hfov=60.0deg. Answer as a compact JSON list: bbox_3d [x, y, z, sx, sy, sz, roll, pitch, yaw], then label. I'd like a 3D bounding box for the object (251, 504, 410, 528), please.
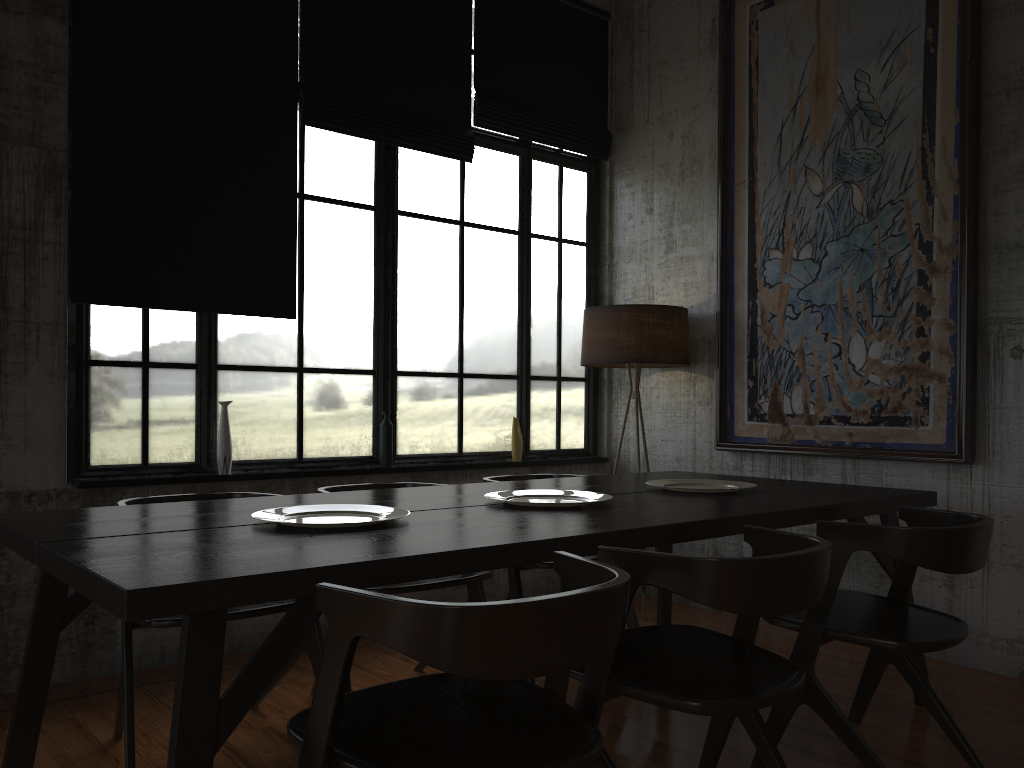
[{"bbox_3d":[-0.610,0.450,3.007,0.527,0.024,0.527,1,-2,-30],"label":"object"}]

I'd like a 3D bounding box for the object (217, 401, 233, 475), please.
[{"bbox_3d":[-1.588,0.296,4.902,0.082,0.411,0.082,1,0,11],"label":"object"}]

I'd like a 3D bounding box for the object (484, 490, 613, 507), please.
[{"bbox_3d":[0.150,0.471,3.640,0.527,0.024,0.527,1,-2,-30],"label":"object"}]

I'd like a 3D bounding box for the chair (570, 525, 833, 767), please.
[{"bbox_3d":[0.572,0.978,2.793,0.878,0.993,0.769,1,0,-40],"label":"chair"}]

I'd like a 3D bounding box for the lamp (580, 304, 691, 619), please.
[{"bbox_3d":[0.843,0.518,6.109,0.752,2.056,0.752,0,0,-28],"label":"lamp"}]

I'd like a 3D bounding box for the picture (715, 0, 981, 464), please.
[{"bbox_3d":[1.931,-1.119,5.331,0.142,3.121,1.655,0,0,-40],"label":"picture"}]

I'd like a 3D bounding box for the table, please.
[{"bbox_3d":[0.091,0.988,3.672,3.703,1.006,1.638,1,-1,-40],"label":"table"}]

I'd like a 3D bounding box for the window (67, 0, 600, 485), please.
[{"bbox_3d":[-0.778,-1.147,5.663,3.812,3.436,0.050,1,0,-40],"label":"window"}]

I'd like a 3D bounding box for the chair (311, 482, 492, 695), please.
[{"bbox_3d":[-0.539,1.003,4.249,0.878,0.993,0.769,1,0,-39],"label":"chair"}]

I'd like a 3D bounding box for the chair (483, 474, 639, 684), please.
[{"bbox_3d":[0.237,1.025,4.907,0.878,0.993,0.769,1,0,-40],"label":"chair"}]

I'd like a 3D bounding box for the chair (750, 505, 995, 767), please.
[{"bbox_3d":[1.413,1.000,3.438,0.878,0.993,0.769,1,0,-44],"label":"chair"}]

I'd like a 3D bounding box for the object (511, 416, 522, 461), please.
[{"bbox_3d":[0.034,0.387,6.245,0.073,0.318,0.074,1,0,13],"label":"object"}]

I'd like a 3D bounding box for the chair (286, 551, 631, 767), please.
[{"bbox_3d":[-0.120,0.959,2.216,0.878,0.993,0.769,1,0,-39],"label":"chair"}]

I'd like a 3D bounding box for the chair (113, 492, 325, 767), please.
[{"bbox_3d":[-1.231,0.984,3.673,0.878,0.993,0.769,1,0,-40],"label":"chair"}]

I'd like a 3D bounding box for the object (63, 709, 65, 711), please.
[{"bbox_3d":[4.342,1.210,3.725,20.835,0.657,8.768,2,-2,-40],"label":"object"}]

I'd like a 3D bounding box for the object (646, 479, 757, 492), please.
[{"bbox_3d":[0.910,0.493,4.273,0.527,0.024,0.527,1,-2,-30],"label":"object"}]

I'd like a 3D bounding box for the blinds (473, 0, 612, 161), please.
[{"bbox_3d":[0.256,-2.299,6.380,1.296,1.142,0.052,1,0,-40],"label":"blinds"}]

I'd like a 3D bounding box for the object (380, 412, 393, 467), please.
[{"bbox_3d":[-0.788,0.349,5.563,0.080,0.352,0.080,0,0,-9],"label":"object"}]

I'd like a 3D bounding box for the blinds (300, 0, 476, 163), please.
[{"bbox_3d":[-0.737,-2.199,5.554,1.255,1.398,0.052,1,0,-40],"label":"blinds"}]

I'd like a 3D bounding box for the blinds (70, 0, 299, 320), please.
[{"bbox_3d":[-1.713,-1.657,4.777,1.215,2.534,0.034,0,0,-40],"label":"blinds"}]
